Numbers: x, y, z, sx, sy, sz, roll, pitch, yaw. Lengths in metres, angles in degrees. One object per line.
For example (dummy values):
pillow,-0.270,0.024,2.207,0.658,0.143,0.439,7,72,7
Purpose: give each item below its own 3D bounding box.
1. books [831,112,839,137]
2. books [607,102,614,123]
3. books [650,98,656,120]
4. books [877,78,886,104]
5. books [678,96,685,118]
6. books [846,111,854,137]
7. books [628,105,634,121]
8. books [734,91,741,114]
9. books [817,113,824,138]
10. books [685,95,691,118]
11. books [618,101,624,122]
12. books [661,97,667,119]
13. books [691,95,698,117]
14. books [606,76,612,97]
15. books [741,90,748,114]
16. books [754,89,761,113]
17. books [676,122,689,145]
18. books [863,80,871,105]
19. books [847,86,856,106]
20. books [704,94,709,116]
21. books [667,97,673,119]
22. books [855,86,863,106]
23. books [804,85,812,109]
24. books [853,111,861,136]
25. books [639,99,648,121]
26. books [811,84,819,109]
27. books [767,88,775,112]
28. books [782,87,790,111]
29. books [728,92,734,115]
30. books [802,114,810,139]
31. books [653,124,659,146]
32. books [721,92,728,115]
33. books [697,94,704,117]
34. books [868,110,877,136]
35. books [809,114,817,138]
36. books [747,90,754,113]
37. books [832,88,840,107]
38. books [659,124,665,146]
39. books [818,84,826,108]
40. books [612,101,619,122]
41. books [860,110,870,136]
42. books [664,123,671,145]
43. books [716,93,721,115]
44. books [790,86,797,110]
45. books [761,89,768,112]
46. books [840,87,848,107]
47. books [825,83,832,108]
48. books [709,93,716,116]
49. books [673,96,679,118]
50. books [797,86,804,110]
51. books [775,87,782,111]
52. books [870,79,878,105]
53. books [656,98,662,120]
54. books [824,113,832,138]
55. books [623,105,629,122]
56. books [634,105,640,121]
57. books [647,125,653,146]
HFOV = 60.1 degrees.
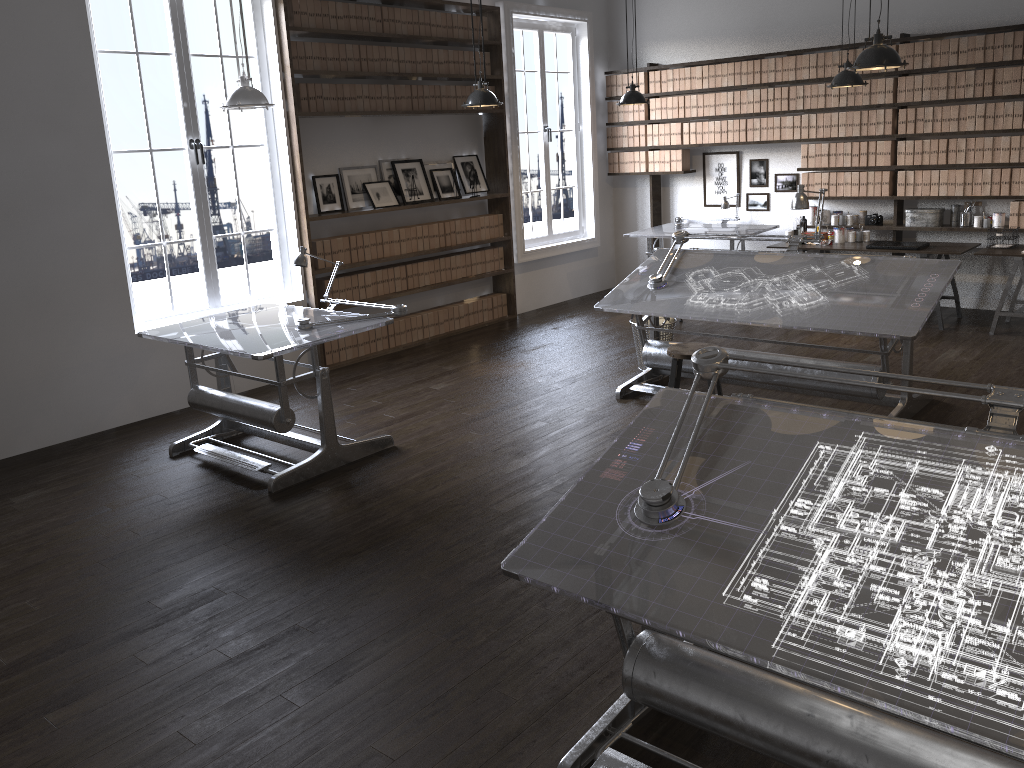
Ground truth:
books,3.058,-2.430,8.302,0.067,0.223,0.176,8,17,40
books,1.139,-3.023,9.849,0.067,0.223,0.176,7,17,40
books,1.554,-2.945,9.499,0.067,0.223,0.176,8,17,40
books,3.358,-2.634,7.981,0.067,0.223,0.176,8,17,40
books,1.817,-2.899,9.275,0.067,0.223,0.176,8,17,40
books,3.163,-2.413,8.217,0.067,0.223,0.176,7,17,40
books,1.343,-2.986,9.671,0.067,0.223,0.176,8,17,40
books,2.298,-2.818,8.876,0.067,0.223,0.176,8,17,40
books,2.955,-2.450,8.396,0.067,0.223,0.176,7,17,40
books,1.878,-2.890,9.231,0.067,0.223,0.176,7,17,40
books,1.246,-3.003,9.756,0.067,0.223,0.176,7,17,40
books,1.662,-2.925,9.404,0.067,0.223,0.176,7,17,40
books,1.929,-2.880,9.182,0.067,0.223,0.176,7,17,40
books,1.113,-3.290,9.791,0.067,0.223,0.176,8,17,40
books,2.352,-2.809,8.832,0.067,0.223,0.176,8,17,40
books,2.456,-2.789,8.736,0.067,0.223,0.176,7,17,40
books,1.803,-2.645,9.355,0.067,0.223,0.176,7,17,40
books,3.258,-2.651,8.061,0.067,0.223,0.176,7,17,40
books,3.155,-2.670,8.155,0.067,0.223,0.176,7,17,40
books,2.039,-2.862,9.094,0.067,0.223,0.176,8,17,40
books,1.713,-2.918,9.366,0.067,0.223,0.176,8,17,40
books,3.209,-2.661,8.111,0.067,0.223,0.176,7,17,40
books,2.842,-2.724,8.418,0.067,0.223,0.176,7,17,40
books,3.211,-2.403,8.171,0.067,0.223,0.176,8,17,40
books,1.452,-2.969,9.586,0.067,0.223,0.176,7,17,40
books,2.896,-2.715,8.373,0.067,0.223,0.176,7,17,40
books,2.562,-2.772,8.652,0.067,0.223,0.176,7,17,40
books,2.674,-2.751,8.554,0.067,0.223,0.176,7,17,40
books,2.242,-2.826,8.918,0.067,0.223,0.176,7,17,40
books,2.842,-2.467,8.481,0.067,0.223,0.176,8,17,40
books,1.593,-2.682,9.536,0.067,0.223,0.176,7,17,40
books,2.188,-2.836,8.966,0.067,0.223,0.176,8,17,40
books,1.985,-2.872,9.139,0.067,0.223,0.176,8,17,40
books,3.320,-2.386,8.087,0.067,0.223,0.176,7,17,40
books,2.899,-2.458,8.437,0.067,0.223,0.176,8,17,40
books,2.403,-2.799,8.785,0.067,0.223,0.176,7,17,40
books,3.045,-2.688,8.245,0.067,0.223,0.176,7,17,40
books,1.649,-2.674,9.494,0.067,0.223,0.176,8,17,40
books,2.944,-2.705,8.325,0.067,0.223,0.176,8,17,40
books,1.190,-3.012,9.801,0.067,0.223,0.176,8,17,40
books,3.266,-2.396,8.132,0.067,0.223,0.176,7,17,40
books,1.701,-2.665,9.448,0.067,0.223,0.176,8,17,40
books,2.141,-2.845,9.007,0.067,0.223,0.176,8,17,40
books,2.735,-2.743,8.510,0.067,0.223,0.176,8,17,40
books,2.511,-2.779,8.689,0.067,0.223,0.176,8,17,40
books,3.099,-2.679,8.197,0.067,0.223,0.176,8,17,40
books,2.998,-2.697,8.286,0.067,0.223,0.176,7,17,40
books,2.087,-2.852,9.046,0.067,0.223,0.176,7,17,40
books,1.764,-2.910,9.326,0.067,0.223,0.176,7,17,40
books,2.786,-2.733,8.461,0.067,0.223,0.176,8,17,40
books,2.621,-2.762,8.605,0.067,0.223,0.176,8,17,40
books,3.312,-2.643,8.022,0.067,0.223,0.176,8,17,40
books,1.607,-2.935,9.450,0.067,0.223,0.176,8,17,40
books,3.007,-2.440,8.349,0.067,0.223,0.176,7,17,40
books,1.295,-2.996,9.717,0.067,0.223,0.176,7,17,40
books,1.398,-2.978,9.632,0.067,0.223,0.176,7,17,40
books,1.536,-2.691,9.580,0.067,0.223,0.176,7,17,40
